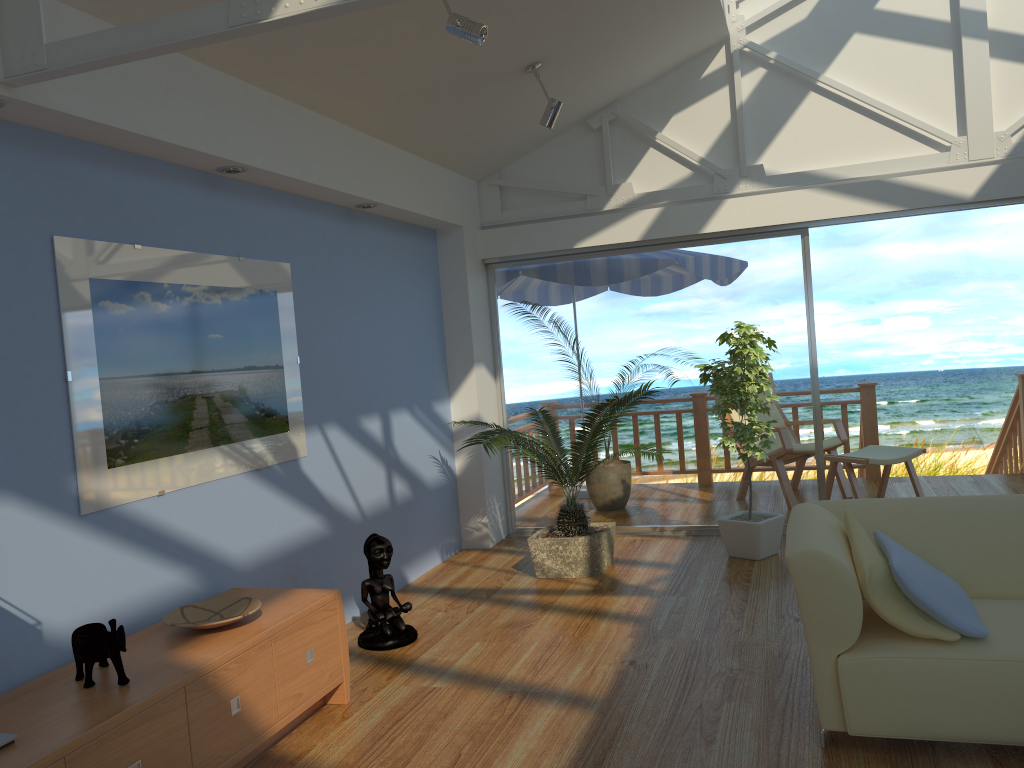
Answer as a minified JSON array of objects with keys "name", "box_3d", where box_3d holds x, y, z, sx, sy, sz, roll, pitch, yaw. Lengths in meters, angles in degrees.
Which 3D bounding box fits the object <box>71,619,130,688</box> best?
[{"name":"object","box_3d":[-1.225,0.781,2.634,0.143,0.222,0.379,-6,3,-29]}]

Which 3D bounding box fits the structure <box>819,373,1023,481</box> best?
[{"name":"structure","box_3d":[3.678,0.821,7.456,6.950,2.064,4.086,-4,2,19]}]

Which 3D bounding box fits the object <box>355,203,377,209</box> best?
[{"name":"object","box_3d":[-0.804,-0.996,4.876,0.122,0.050,0.122,-5,2,2]}]

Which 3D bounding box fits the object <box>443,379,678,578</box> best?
[{"name":"object","box_3d":[0.266,0.573,5.348,1.413,1.093,1.488,-5,2,1]}]

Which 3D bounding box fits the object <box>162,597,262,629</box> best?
[{"name":"object","box_3d":[-1.062,0.831,3.157,0.337,0.053,0.337,-4,2,20]}]

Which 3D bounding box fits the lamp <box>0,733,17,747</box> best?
[{"name":"lamp","box_3d":[-1.407,0.616,2.179,0.200,0.596,0.200,-4,2,19]}]

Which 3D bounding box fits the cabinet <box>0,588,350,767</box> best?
[{"name":"cabinet","box_3d":[-1.193,1.111,2.725,0.500,0.468,1.911,-4,2,19]}]

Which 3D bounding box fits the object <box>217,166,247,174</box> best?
[{"name":"object","box_3d":[-1.183,-0.919,3.740,0.122,0.050,0.122,-5,2,2]}]

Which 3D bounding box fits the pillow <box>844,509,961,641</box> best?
[{"name":"pillow","box_3d":[1.287,0.621,2.971,0.275,0.312,0.571,-4,2,16]}]

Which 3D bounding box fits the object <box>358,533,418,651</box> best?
[{"name":"object","box_3d":[-0.617,0.978,4.259,0.291,0.517,0.292,-6,3,-36]}]

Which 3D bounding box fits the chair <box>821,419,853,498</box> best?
[{"name":"chair","box_3d":[2.120,0.411,7.066,0.632,0.982,0.859,-6,3,-26]}]

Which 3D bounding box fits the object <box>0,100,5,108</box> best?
[{"name":"object","box_3d":[-1.561,-0.843,2.604,0.122,0.050,0.122,-5,2,2]}]

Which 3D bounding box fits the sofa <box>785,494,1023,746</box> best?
[{"name":"sofa","box_3d":[2.171,0.710,2.829,2.448,0.597,0.950,-4,2,19]}]

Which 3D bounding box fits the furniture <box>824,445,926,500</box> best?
[{"name":"furniture","box_3d":[2.543,0.686,6.272,0.619,0.427,0.449,-6,3,-26]}]

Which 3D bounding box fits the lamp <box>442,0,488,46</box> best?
[{"name":"lamp","box_3d":[-0.230,-1.502,3.529,0.254,0.327,0.118,-5,2,1]}]

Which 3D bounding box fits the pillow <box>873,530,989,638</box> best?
[{"name":"pillow","box_3d":[1.383,0.651,2.949,0.272,0.244,0.566,-4,2,16]}]

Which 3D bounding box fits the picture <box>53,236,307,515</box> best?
[{"name":"picture","box_3d":[-1.262,-0.071,3.634,0.005,0.937,1.419,-4,2,19]}]

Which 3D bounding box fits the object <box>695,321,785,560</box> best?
[{"name":"object","box_3d":[1.416,0.325,5.271,0.495,1.409,0.699,-5,2,-8]}]

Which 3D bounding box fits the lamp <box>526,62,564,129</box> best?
[{"name":"lamp","box_3d":[0.183,-1.576,4.859,0.194,0.353,0.125,-5,2,1]}]
